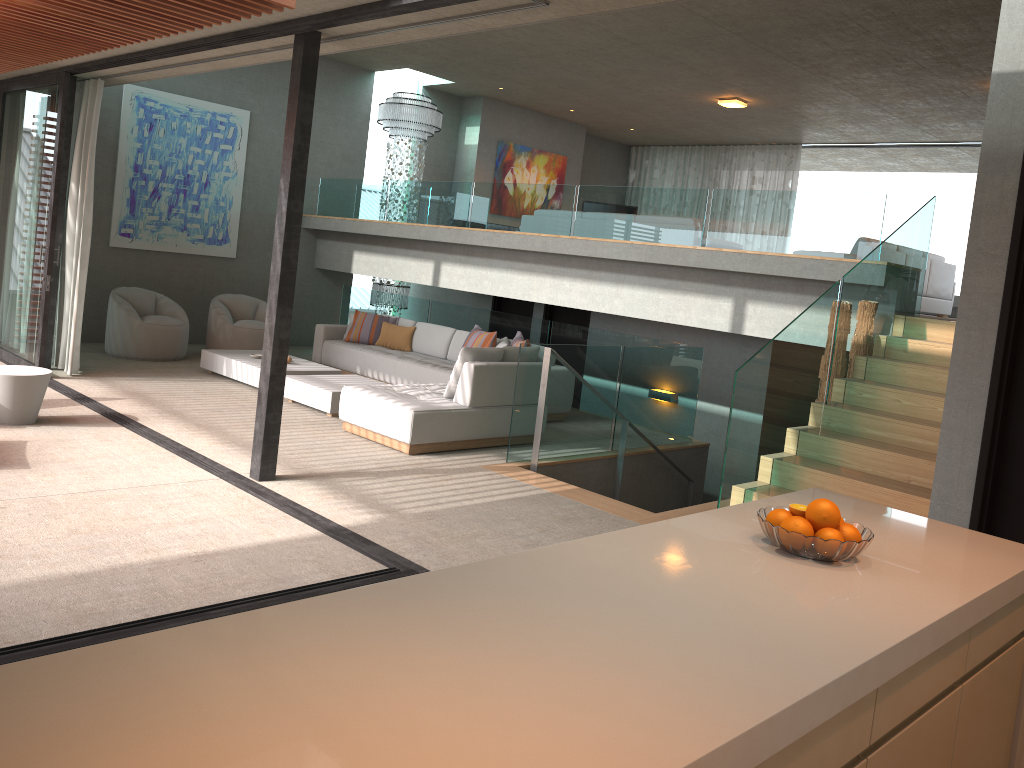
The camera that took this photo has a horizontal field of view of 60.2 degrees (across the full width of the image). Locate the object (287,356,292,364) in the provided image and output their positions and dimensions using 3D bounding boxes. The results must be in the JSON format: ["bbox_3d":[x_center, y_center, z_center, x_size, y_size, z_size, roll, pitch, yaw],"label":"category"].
[{"bbox_3d":[-2.439,-0.272,9.558,0.119,0.105,0.120,6,6,-11],"label":"object"}]

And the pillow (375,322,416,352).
[{"bbox_3d":[-1.430,-0.582,10.927,0.464,0.323,0.227,7,5,7],"label":"pillow"}]

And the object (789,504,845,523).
[{"bbox_3d":[0.881,0.409,2.564,0.173,0.099,0.097,7,5,-1],"label":"object"}]

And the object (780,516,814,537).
[{"bbox_3d":[0.790,0.415,2.454,0.095,0.094,0.094,10,6,33],"label":"object"}]

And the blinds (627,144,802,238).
[{"bbox_3d":[3.628,-3.229,17.032,3.879,2.715,0.222,13,6,44],"label":"blinds"}]

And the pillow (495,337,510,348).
[{"bbox_3d":[-0.157,-0.299,9.577,0.239,0.403,0.598,6,6,-3],"label":"pillow"}]

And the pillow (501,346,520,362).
[{"bbox_3d":[0.010,-0.112,8.045,0.240,0.495,0.491,11,7,44],"label":"pillow"}]

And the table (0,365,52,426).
[{"bbox_3d":[-3.772,0.089,6.708,0.477,0.391,0.476,9,6,26],"label":"table"}]

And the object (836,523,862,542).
[{"bbox_3d":[0.933,0.433,2.475,0.087,0.086,0.087,7,5,4],"label":"object"}]

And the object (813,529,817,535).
[{"bbox_3d":[0.845,0.424,2.524,0.070,0.070,0.071,6,5,-7],"label":"object"}]

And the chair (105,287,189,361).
[{"bbox_3d":[-4.352,-0.728,10.591,0.920,0.784,0.928,2,8,-42],"label":"chair"}]

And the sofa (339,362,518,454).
[{"bbox_3d":[-0.572,0.101,7.844,1.021,0.729,1.594,13,9,44],"label":"sofa"}]

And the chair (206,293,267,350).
[{"bbox_3d":[-3.439,-0.731,11.389,0.920,0.784,0.929,4,6,-22],"label":"chair"}]

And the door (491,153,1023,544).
[{"bbox_3d":[0.206,0.227,4.946,5.791,4.449,15.386,8,8,16],"label":"door"}]

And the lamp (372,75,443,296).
[{"bbox_3d":[-1.734,-2.954,13.855,1.004,3.921,1.000,8,4,24],"label":"lamp"}]

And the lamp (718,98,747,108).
[{"bbox_3d":[3.169,-4.034,12.698,0.303,0.091,0.300,14,10,44],"label":"lamp"}]

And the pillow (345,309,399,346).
[{"bbox_3d":[-1.754,-0.688,11.079,0.655,0.440,0.342,6,5,-2],"label":"pillow"}]

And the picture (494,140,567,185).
[{"bbox_3d":[0.323,-3.534,15.628,0.030,1.244,1.748,10,6,44],"label":"picture"}]

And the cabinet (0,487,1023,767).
[{"bbox_3d":[-0.052,0.941,1.644,0.807,0.894,4.117,12,9,44],"label":"cabinet"}]

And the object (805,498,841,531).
[{"bbox_3d":[0.871,0.368,2.474,0.094,0.094,0.095,4,6,-26],"label":"object"}]

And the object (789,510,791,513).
[{"bbox_3d":[0.839,0.408,2.598,0.081,0.081,0.081,5,6,-17],"label":"object"}]

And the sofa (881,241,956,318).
[{"bbox_3d":[4.881,-1.419,11.773,0.982,0.859,3.243,12,9,44],"label":"sofa"}]

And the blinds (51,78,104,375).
[{"bbox_3d":[-4.980,-1.743,9.512,2.444,2.910,0.222,11,6,44],"label":"blinds"}]

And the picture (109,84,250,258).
[{"bbox_3d":[-4.360,-2.762,11.709,0.030,2.039,1.717,10,6,44],"label":"picture"}]

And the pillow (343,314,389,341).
[{"bbox_3d":[-1.852,-0.681,11.254,0.617,0.418,0.313,6,5,-9],"label":"pillow"}]

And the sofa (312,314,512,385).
[{"bbox_3d":[-0.918,-0.280,10.255,1.047,0.749,3.488,0,10,-45],"label":"sofa"}]

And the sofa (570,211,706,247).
[{"bbox_3d":[1.465,-1.833,11.883,0.973,0.860,3.274,1,9,-45],"label":"sofa"}]

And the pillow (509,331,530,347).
[{"bbox_3d":[0.049,-0.284,9.359,0.279,0.501,0.702,6,6,-3],"label":"pillow"}]

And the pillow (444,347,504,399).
[{"bbox_3d":[-0.329,-0.094,7.704,0.491,0.481,0.268,1,7,-45],"label":"pillow"}]

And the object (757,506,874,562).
[{"bbox_3d":[0.855,0.433,2.512,0.318,0.081,0.315,14,10,44],"label":"object"}]

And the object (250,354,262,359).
[{"bbox_3d":[-2.662,-0.284,9.706,0.437,0.039,0.156,7,7,0],"label":"object"}]

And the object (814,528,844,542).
[{"bbox_3d":[0.868,0.435,2.423,0.082,0.081,0.080,11,7,38],"label":"object"}]

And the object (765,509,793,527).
[{"bbox_3d":[0.774,0.403,2.545,0.087,0.086,0.086,10,7,34],"label":"object"}]

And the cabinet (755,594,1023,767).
[{"bbox_3d":[0.676,0.352,0.422,1.980,2.553,7.462,11,8,44],"label":"cabinet"}]

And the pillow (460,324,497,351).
[{"bbox_3d":[-0.400,-0.383,9.782,0.310,0.492,0.743,5,7,-23],"label":"pillow"}]
